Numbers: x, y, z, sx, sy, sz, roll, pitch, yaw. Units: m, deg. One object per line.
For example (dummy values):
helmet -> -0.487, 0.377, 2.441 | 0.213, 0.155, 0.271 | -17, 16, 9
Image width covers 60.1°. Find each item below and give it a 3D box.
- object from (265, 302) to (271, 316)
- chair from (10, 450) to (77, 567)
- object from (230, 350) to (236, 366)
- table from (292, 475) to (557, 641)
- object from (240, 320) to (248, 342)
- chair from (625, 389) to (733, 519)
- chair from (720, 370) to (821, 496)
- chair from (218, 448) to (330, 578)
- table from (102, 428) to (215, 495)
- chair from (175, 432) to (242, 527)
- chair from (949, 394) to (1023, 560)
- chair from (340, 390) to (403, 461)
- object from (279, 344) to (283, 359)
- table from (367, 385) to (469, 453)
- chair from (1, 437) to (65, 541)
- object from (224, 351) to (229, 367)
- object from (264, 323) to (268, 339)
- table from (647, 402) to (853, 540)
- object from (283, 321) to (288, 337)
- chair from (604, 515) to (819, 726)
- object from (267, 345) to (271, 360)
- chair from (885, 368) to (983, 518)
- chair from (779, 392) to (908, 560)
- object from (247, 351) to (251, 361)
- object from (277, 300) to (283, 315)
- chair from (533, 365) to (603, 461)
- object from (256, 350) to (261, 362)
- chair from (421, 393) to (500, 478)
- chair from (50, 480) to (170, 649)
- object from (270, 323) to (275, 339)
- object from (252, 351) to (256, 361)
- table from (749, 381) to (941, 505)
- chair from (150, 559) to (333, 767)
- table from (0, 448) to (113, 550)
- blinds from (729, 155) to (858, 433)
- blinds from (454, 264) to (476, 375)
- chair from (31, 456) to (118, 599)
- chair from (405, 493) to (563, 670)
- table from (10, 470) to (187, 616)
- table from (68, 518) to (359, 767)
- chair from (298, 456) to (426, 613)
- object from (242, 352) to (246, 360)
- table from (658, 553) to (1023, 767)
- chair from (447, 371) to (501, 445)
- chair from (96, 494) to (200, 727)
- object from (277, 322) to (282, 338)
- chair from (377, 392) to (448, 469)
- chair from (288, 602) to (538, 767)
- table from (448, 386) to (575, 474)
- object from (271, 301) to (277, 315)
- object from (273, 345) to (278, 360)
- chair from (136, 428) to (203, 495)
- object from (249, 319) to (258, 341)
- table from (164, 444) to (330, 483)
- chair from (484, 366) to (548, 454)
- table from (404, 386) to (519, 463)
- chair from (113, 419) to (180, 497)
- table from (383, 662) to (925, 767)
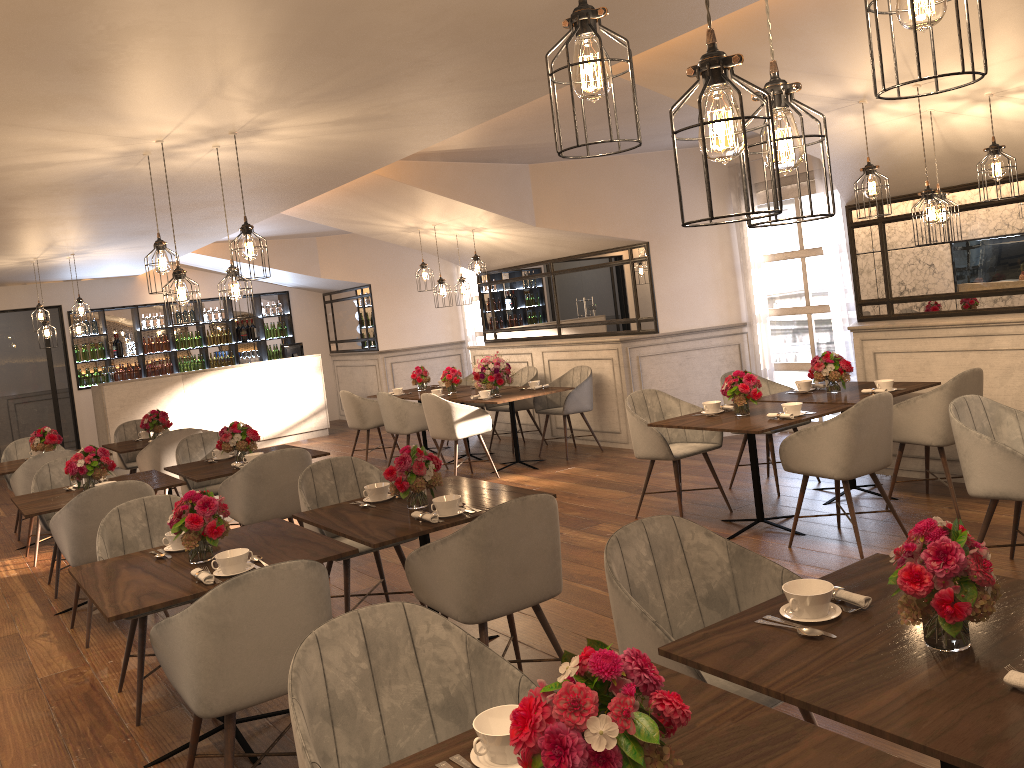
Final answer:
object -> -3.965, -1.221, 14.379 | 0.070, 0.235, 0.041 | -8, 2, -34
chair -> -3.683, 0.952, 7.138 | 0.567, 0.871, 0.525 | -9, 3, -34
object -> -4.435, -0.410, 14.059 | 0.065, 0.261, 0.066 | -5, 2, 35
table -> -0.378, 0.910, 4.070 | 0.900, 0.719, 0.895 | -9, 5, -34
object -> -4.294, -0.850, 14.149 | 0.103, 0.359, 0.104 | -6, 2, 18
chair -> 1.109, 0.475, 6.083 | 0.567, 0.871, 0.525 | -9, 3, -34
chair -> 1.895, 0.333, 6.621 | 0.567, 0.871, 0.525 | -9, 3, -34
chair -> -1.508, 0.828, 5.627 | 0.567, 0.871, 0.525 | -9, 3, -34
table -> -3.212, 0.872, 8.252 | 0.900, 0.719, 0.895 | -9, 5, -34
chair -> -2.240, 0.816, 6.734 | 0.567, 0.871, 0.525 | -9, 3, -34
chair -> 2.412, 0.492, 4.161 | 0.567, 0.871, 0.525 | -9, 3, -34
chair -> -1.565, 0.463, 9.764 | 0.528, 0.871, 0.564 | -9, 3, -34
object -> -3.778, -0.529, 14.509 | 0.065, 0.261, 0.066 | -5, 2, 35
table -> -1.027, 0.438, 10.175 | 0.900, 0.719, 0.895 | -9, 5, -34
chair -> -4.415, 0.940, 8.245 | 0.567, 0.871, 0.525 | -9, 3, -34
object -> -4.526, -0.394, 13.997 | 0.065, 0.261, 0.066 | -5, 2, 35
object -> -4.002, -0.857, 14.374 | 0.065, 0.263, 0.066 | -5, 2, 35
table -> 1.526, 0.549, 5.552 | 0.900, 0.719, 0.895 | -9, 5, -34
object -> -3.731, -0.905, 14.560 | 0.065, 0.261, 0.066 | -5, 2, 35
chair -> 0.594, 0.854, 2.552 | 0.567, 0.871, 0.525 | -9, 3, -34
object -> -3.959, -0.498, 14.385 | 0.065, 0.263, 0.066 | -5, 2, 35
chair -> 2.666, 0.338, 5.540 | 0.567, 0.871, 0.525 | -9, 3, -34
chair -> 1.879, 0.480, 5.002 | 0.567, 0.871, 0.525 | -9, 3, -34
object -> -4.215, -0.421, 14.208 | 0.065, 0.207, 0.065 | -6, 2, 11
object -> -3.801, -1.251, 14.492 | 0.070, 0.235, 0.041 | -8, 2, -34
chair -> 0.566, 0.280, 8.971 | 0.528, 0.871, 0.564 | -9, 3, -34
object -> -4.088, -0.444, 14.296 | 0.065, 0.207, 0.065 | -6, 2, 11
chair -> -0.512, 0.477, 8.210 | 0.528, 0.871, 0.564 | -9, 3, -34
chair -> -2.294, 0.971, 5.089 | 0.567, 0.871, 0.525 | -9, 3, -34
object -> -3.912, -0.872, 14.436 | 0.065, 0.261, 0.066 | -5, 2, 35
object -> -4.151, -0.433, 14.252 | 0.065, 0.207, 0.065 | -6, 2, 11
table -> 2.312, 0.407, 6.090 | 0.900, 0.719, 0.895 | -9, 5, -34
chair -> -0.849, 0.990, 2.956 | 0.567, 0.871, 0.525 | -9, 3, -34
table -> -3.998, 1.014, 7.714 | 0.900, 0.719, 0.895 | -9, 5, -34
blinds -> 2.701, -0.849, 8.331 | 0.134, 2.693, 1.378 | -8, 3, -34
blinds -> -0.373, -0.891, 12.867 | 0.134, 2.693, 1.378 | -8, 3, -34
chair -> -3.026, 0.959, 6.196 | 0.567, 0.871, 0.525 | -9, 3, -34
chair -> -0.063, 0.848, 3.494 | 0.567, 0.871, 0.525 | -9, 3, -34
table -> -2.609, 1.033, 5.664 | 0.900, 0.719, 0.895 | -9, 5, -34
table -> -1.165, 1.052, 3.532 | 0.900, 0.719, 0.895 | -9, 5, -34
chair -> -0.795, 0.836, 4.601 | 0.567, 0.871, 0.525 | -9, 3, -34
object -> -4.279, -0.410, 14.165 | 0.065, 0.207, 0.065 | -6, 2, 11
table -> 1.011, 0.929, 2.021 | 0.900, 0.719, 0.895 | -9, 5, -34
chair -> -0.486, 0.265, 10.524 | 0.528, 0.871, 0.564 | -9, 3, -34
chair -> -1.581, 0.978, 4.063 | 0.567, 0.871, 0.525 | -9, 3, -34
object -> -3.821, -0.889, 14.498 | 0.065, 0.261, 0.066 | -5, 2, 35
chair -> -1.039, 0.470, 8.987 | 0.528, 0.871, 0.564 | -9, 3, -34
chair -> -0.192, 0.997, 2.014 | 0.567, 0.871, 0.525 | -9, 3, -34
table -> 0.026, 0.452, 8.621 | 0.900, 0.719, 0.895 | -9, 5, -34
object -> -3.883, -1.236, 14.436 | 0.070, 0.235, 0.041 | -8, 2, -34
object -> -3.869, -0.513, 14.447 | 0.065, 0.261, 0.066 | -5, 2, 35
chair -> -2.897, 0.810, 7.676 | 0.567, 0.871, 0.525 | -9, 3, -34
object -> -4.164, -0.875, 14.235 | 0.104, 0.358, 0.104 | -7, 2, -7
table -> -1.823, 0.890, 6.203 | 0.900, 0.719, 0.895 | -9, 5, -34
chair -> 0.040, 0.273, 9.747 | 0.528, 0.871, 0.564 | -9, 3, -34
table -> -0.501, 0.445, 9.398 | 0.900, 0.719, 0.895 | -9, 5, -34
chair -> -3.629, 0.797, 8.783 | 0.567, 0.871, 0.525 | -9, 3, -34
table -> 0.225, 1.071, 1.482 | 0.900, 0.719, 0.895 | -9, 5, -34
